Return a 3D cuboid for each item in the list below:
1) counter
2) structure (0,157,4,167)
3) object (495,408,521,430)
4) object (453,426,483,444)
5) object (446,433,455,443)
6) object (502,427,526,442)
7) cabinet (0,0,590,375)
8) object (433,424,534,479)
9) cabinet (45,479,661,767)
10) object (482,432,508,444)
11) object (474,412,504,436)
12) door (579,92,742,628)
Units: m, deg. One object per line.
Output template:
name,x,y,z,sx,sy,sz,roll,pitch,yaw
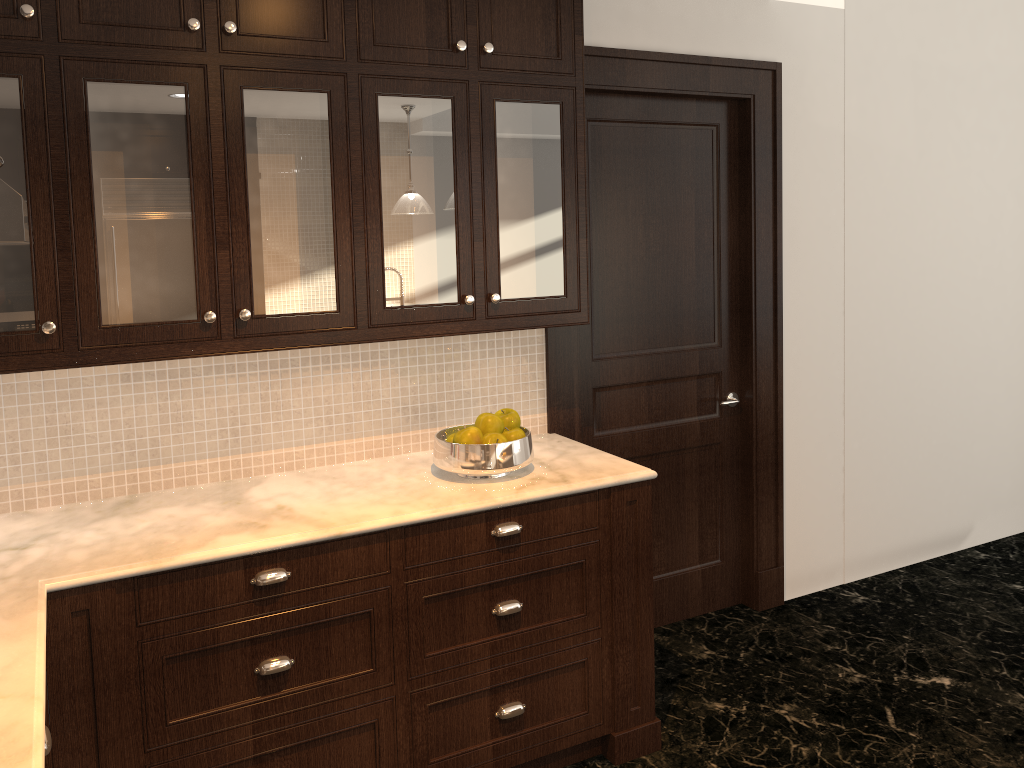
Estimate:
counter,-0.086,0.546,1.281,2.322,0.031,3.394,-7,11,-27
structure,-0.721,-0.334,0.562,0.641,0.473,0.938,-6,10,-27
object,-0.018,0.128,2.830,0.091,0.097,0.093,3,8,33
object,-0.131,0.177,2.673,0.093,0.098,0.091,2,8,30
object,-0.160,0.199,2.711,0.091,0.094,0.092,-1,7,3
object,0.000,0.185,2.771,0.092,0.097,0.092,-1,7,2
cabinet,-0.121,-0.515,1.200,2.314,1.244,3.393,-6,10,-27
object,-0.090,0.214,2.768,0.319,0.121,0.320,-8,11,-33
cabinet,-0.073,0.999,1.316,2.322,0.873,3.394,-6,10,-27
object,-0.056,0.192,2.686,0.091,0.096,0.101,-3,7,-10
object,-0.073,0.138,2.760,0.091,0.099,0.096,4,9,39
door,0.604,-0.070,3.601,0.866,2.169,0.109,-4,5,-27
